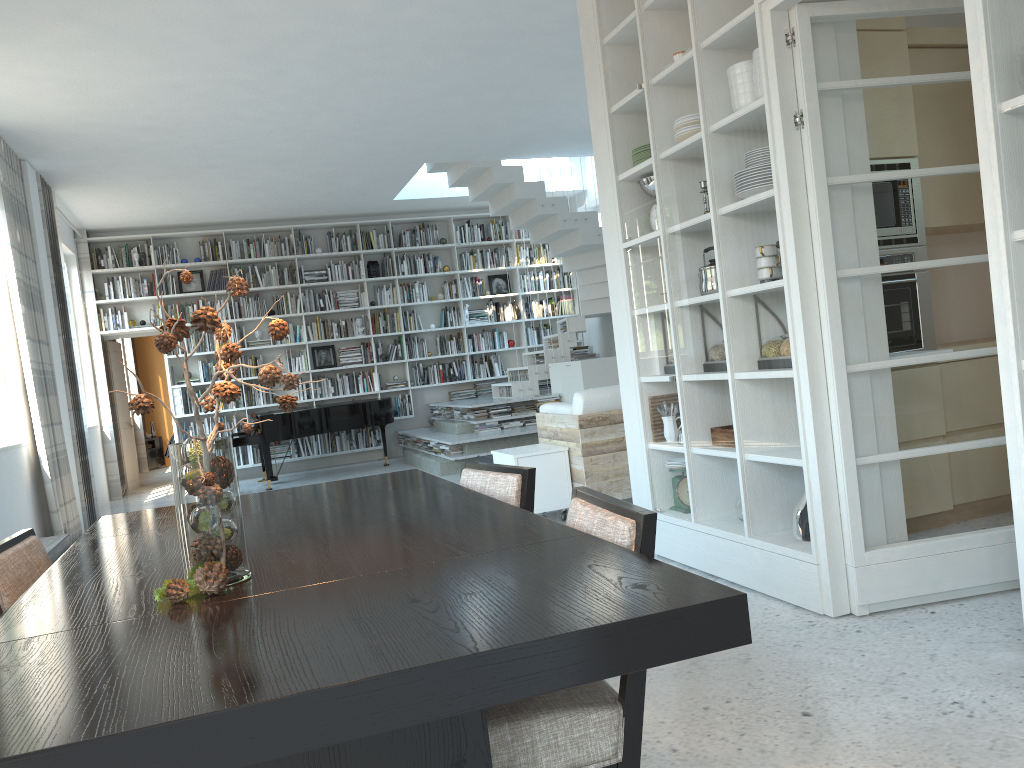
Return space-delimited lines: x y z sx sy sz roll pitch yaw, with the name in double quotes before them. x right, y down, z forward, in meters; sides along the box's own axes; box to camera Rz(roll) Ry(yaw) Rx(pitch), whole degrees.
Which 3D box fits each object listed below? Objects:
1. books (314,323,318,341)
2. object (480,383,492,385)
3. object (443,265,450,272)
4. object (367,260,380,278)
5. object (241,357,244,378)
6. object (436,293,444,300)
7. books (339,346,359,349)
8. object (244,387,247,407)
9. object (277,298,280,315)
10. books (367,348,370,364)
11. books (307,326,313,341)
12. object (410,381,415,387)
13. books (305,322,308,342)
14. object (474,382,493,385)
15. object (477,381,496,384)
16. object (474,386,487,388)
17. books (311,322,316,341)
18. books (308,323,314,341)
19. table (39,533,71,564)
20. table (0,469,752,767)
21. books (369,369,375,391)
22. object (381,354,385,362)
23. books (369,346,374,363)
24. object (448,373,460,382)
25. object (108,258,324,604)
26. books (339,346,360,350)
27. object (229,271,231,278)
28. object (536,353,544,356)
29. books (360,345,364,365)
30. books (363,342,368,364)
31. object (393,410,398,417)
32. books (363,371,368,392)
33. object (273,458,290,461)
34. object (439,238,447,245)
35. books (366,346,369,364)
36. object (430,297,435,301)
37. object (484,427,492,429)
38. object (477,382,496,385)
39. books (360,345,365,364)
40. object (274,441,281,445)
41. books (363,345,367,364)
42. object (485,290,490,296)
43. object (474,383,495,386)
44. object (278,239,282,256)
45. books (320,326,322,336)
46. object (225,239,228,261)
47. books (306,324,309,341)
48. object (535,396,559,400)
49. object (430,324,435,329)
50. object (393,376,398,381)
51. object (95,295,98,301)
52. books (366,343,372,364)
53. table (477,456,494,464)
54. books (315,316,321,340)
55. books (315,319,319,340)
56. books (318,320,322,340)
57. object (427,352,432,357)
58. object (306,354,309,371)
"books" -2.552 -0.673 11.527 0.029 0.240 0.155 -7 2 -18
"object" -0.381 0.001 12.239 0.254 0.006 0.161 -7 2 -18
"object" -0.888 -1.550 11.974 0.100 0.102 0.100 -8 2 -40
"object" -1.826 -1.507 11.684 0.135 0.248 0.135 -8 2 -28
"object" -3.422 -0.208 11.258 0.012 0.270 0.130 -7 2 -18
"object" -0.977 -1.177 12.030 0.111 0.113 0.111 -8 2 -40
"books" -2.142 -0.482 11.655 0.254 0.012 0.161 -7 1 -14
"object" -3.386 0.164 11.257 0.012 0.254 0.161 -7 2 -18
"object" -3.003 -0.981 11.389 0.010 0.225 0.142 -7 2 -18
"books" -1.911 -0.372 11.742 0.021 0.217 0.132 -7 2 -18
"books" -2.622 -0.648 11.489 0.053 0.209 0.156 -7 2 -18
"object" -1.342 -0.001 11.895 0.071 0.072 0.071 -6 2 31
"books" -2.674 -0.679 11.500 0.010 0.282 0.140 -7 2 -18
"object" -0.382 -0.010 12.236 0.254 0.006 0.161 -7 2 -17
"object" -0.379 -0.015 12.227 0.285 0.005 0.159 -7 1 -13
"object" -0.380 0.034 12.239 0.254 0.006 0.161 -7 2 -18
"books" -2.580 -0.673 11.524 0.026 0.248 0.139 -7 2 -18
"books" -2.610 -0.666 11.505 0.042 0.242 0.162 -7 2 -18
"table" -2.607 1.081 4.555 0.523 0.415 0.926 -7 2 -18
"table" -0.486 0.733 2.116 1.085 0.736 2.199 -7 2 -18
"books" -1.856 -0.052 11.757 0.011 0.300 0.149 -7 2 -18
"object" -1.692 -0.342 11.635 0.054 0.113 0.079 -7 2 -19
"books" -1.867 -0.383 11.728 0.034 0.229 0.199 -7 2 -18
"object" -0.782 -0.086 11.922 0.160 0.114 0.064 -8 2 -30
"object" -0.519 0.079 1.588 0.542 0.601 0.317 -5 3 43
"books" -2.141 -0.470 11.657 0.254 0.012 0.161 -7 2 -21
"object" -3.557 -1.294 11.202 0.012 0.254 0.161 -7 2 -18
"object" 0.403 -0.389 11.435 0.161 0.025 0.174 -7 2 -14
"books" -1.980 -0.381 11.706 0.012 0.254 0.161 -7 2 -18
"books" -1.940 -0.404 11.727 0.011 0.288 0.152 -7 2 -18
"object" -1.560 0.394 11.726 0.093 0.095 0.093 -6 2 31
"books" -1.943 -0.032 11.738 0.010 0.284 0.132 -7 2 -18
"object" -2.982 0.967 11.382 0.254 0.007 0.161 -7 2 -15
"object" -0.929 -1.916 11.954 0.104 0.105 0.104 -6 2 31
"books" -1.928 -0.377 11.738 0.013 0.232 0.134 -7 2 -18
"object" -1.076 -1.142 11.974 0.068 0.068 0.068 -8 2 -40
"object" -0.292 0.492 9.978 0.204 0.004 0.140 -7 2 -15
"object" -0.382 -0.004 12.239 0.285 0.005 0.159 -7 2 -18
"books" -1.968 -0.386 11.707 0.011 0.261 0.184 -7 2 -18
"object" -3.001 0.737 11.339 0.086 0.087 0.086 -8 2 -40
"books" -1.950 -0.386 11.725 0.013 0.256 0.162 -7 2 -18
"object" -0.347 -1.246 12.208 0.091 0.092 0.091 -6 2 31
"object" -0.380 0.007 12.239 0.254 0.006 0.161 -7 2 -18
"object" -2.982 -1.733 11.388 0.010 0.247 0.157 -7 2 -18
"books" -2.497 -0.682 11.546 0.010 0.245 0.149 -7 2 -18
"object" -3.602 -1.674 11.188 0.012 0.285 0.159 -7 2 -18
"books" -2.661 -0.657 11.503 0.011 0.235 0.142 -7 2 -18
"object" 0.386 0.158 10.310 0.284 0.030 0.177 -7 2 -18
"object" -1.072 -0.774 11.951 0.071 0.072 0.071 -6 2 31
"object" -1.541 -0.075 11.747 0.071 0.072 0.071 -6 2 31
"object" -5.042 -1.127 10.700 0.035 0.296 0.176 -7 2 -18
"books" -1.894 -0.405 11.729 0.011 0.279 0.186 -7 2 -18
"table" 0.463 0.725 8.221 1.269 0.218 1.257 -7 2 -18
"books" -2.517 -0.715 11.506 0.014 0.317 0.188 -7 2 -18
"books" -2.540 -0.697 11.544 0.010 0.284 0.136 -7 2 -18
"books" -2.500 -0.692 11.511 0.015 0.267 0.189 -7 2 -18
"object" -1.121 -0.397 11.972 0.071 0.072 0.071 -6 2 31
"object" -2.662 -0.277 11.511 0.017 0.216 0.103 -7 2 -18
